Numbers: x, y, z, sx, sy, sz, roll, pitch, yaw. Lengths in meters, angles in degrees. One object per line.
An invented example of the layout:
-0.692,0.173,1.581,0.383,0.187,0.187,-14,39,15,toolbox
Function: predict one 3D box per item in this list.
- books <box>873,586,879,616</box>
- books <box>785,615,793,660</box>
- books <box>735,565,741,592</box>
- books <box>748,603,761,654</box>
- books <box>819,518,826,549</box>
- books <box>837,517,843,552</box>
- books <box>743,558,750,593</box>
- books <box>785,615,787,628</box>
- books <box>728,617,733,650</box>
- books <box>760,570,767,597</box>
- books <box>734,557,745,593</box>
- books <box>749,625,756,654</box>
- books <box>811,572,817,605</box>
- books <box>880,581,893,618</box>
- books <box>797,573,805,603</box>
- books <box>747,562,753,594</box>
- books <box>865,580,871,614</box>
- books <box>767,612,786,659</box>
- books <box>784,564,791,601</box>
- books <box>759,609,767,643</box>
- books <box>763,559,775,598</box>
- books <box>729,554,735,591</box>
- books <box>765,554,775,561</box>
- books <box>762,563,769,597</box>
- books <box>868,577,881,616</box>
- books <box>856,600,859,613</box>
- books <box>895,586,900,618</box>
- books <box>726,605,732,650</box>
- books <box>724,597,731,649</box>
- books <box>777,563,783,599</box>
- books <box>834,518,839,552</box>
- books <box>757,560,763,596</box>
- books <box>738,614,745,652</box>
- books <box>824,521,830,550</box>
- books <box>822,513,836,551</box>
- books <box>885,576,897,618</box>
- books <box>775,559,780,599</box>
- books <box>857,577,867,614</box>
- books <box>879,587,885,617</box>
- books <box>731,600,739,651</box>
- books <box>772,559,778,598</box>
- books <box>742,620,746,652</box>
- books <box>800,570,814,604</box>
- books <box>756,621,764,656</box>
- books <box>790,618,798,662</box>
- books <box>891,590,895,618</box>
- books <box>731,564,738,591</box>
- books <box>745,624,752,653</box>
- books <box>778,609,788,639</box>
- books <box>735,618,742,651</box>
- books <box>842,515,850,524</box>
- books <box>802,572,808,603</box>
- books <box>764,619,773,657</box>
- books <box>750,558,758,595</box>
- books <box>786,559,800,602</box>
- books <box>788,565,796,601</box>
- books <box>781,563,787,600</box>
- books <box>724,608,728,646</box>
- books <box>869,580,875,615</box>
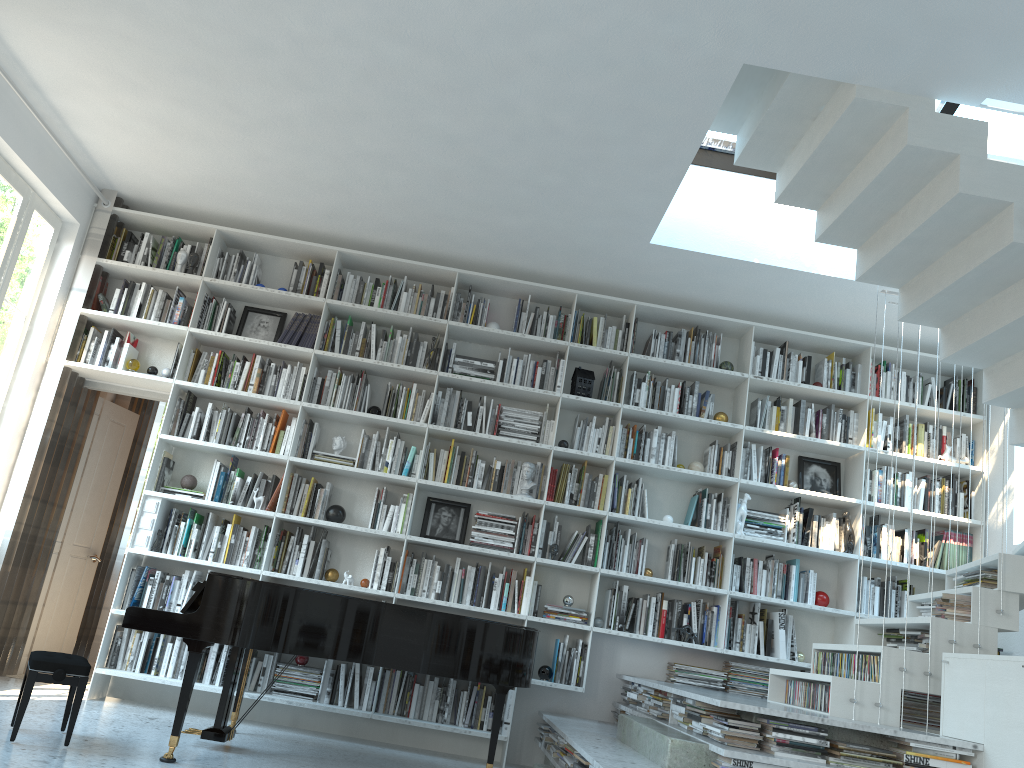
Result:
2.405,1.464,5.945,0.029,0.201,0.173,10,-16,-1,books
1.799,1.672,5.845,0.025,0.286,0.160,10,-15,-1,books
1.485,1.310,5.920,0.022,0.183,0.163,10,-16,-1,books
1.591,1.614,5.850,0.014,0.332,0.169,10,-15,-1,books
2.095,1.040,6.059,0.028,0.234,0.129,10,-15,-1,books
2.209,1.047,6.051,0.024,0.254,0.145,10,-15,-1,books
1.551,1.293,5.937,0.024,0.246,0.144,10,-15,-1,books
1.768,1.672,5.860,0.012,0.284,0.160,10,-15,-1,books
1.429,1.649,5.849,0.033,0.212,0.140,10,-15,-1,books
1.650,1.338,5.918,0.027,0.181,0.186,10,-16,-1,books
1.516,1.285,5.925,0.047,0.243,0.177,10,-16,-1,books
1.560,1.681,5.833,0.024,0.184,0.149,10,-16,-1,books
1.990,1.381,5.942,0.027,0.222,0.170,10,-16,-1,books
2.486,1.451,5.939,0.027,0.248,0.184,10,-16,-1,books
1.900,1.374,5.929,0.030,0.200,0.190,10,-16,-1,books
1.567,1.304,5.923,0.011,0.222,0.163,10,-16,-1,books
2.353,1.439,5.952,0.037,0.235,0.153,10,-15,-1,books
1.725,1.647,5.810,0.075,0.290,0.256,10,-16,-1,books
1.825,1.339,5.951,0.012,0.253,0.161,10,-15,-1,books
1.650,1.644,5.868,0.010,0.303,0.132,10,-15,-1,books
1.696,1.307,5.916,0.028,0.254,0.192,10,-16,-1,books
1.451,1.273,5.941,0.012,0.253,0.161,10,-15,-1,books
1.719,1.295,5.943,0.013,0.298,0.148,10,-15,-1,books
1.673,1.322,5.934,0.012,0.229,0.179,10,-16,-1,books
2.435,1.442,5.972,0.024,0.266,0.133,10,-15,-1,books
2.272,1.407,5.961,0.085,0.277,0.160,10,-15,-1,books
2.556,1.478,5.960,0.014,0.230,0.173,10,-16,-1,books
1.412,1.607,5.848,0.015,0.286,0.138,10,-15,-1,books
1.402,1.580,5.851,0.014,0.336,0.132,10,-15,-1,books
1.767,1.331,5.943,0.026,0.246,0.166,10,-15,-1,books
2.177,1.045,6.034,0.041,0.238,0.177,10,-16,-1,books
1.628,1.309,5.936,0.026,0.238,0.177,10,-16,-1,books
1.491,1.639,5.833,0.015,0.243,0.157,10,-15,-1,books
2.120,1.053,6.050,0.025,0.212,0.156,10,-16,-1,books
2.149,1.023,6.035,0.021,0.270,0.192,10,-15,-1,books
2.548,1.446,5.974,0.013,0.296,0.141,10,-15,-1,books
1.750,1.315,5.943,0.011,0.271,0.152,10,-15,-1,books
2.325,1.424,5.945,0.024,0.251,0.176,10,-15,-1,books
2.455,1.472,5.958,0.025,0.207,0.149,10,-16,-1,books
1.460,1.599,5.864,0.013,0.326,0.131,10,-15,-1,books
1.729,1.310,5.922,0.012,0.261,0.187,10,-16,-1,books
1.507,1.662,5.840,0.025,0.209,0.137,10,-15,-1,books
1.966,1.370,5.942,0.025,0.235,0.182,10,-16,-1,books
1.614,1.674,5.835,0.052,0.216,0.185,10,-16,-1,books
1.840,1.688,5.854,0.062,0.273,0.148,10,-15,-1,books
2.520,1.488,5.961,0.027,0.200,0.164,10,-16,-1,books
1.463,1.305,5.922,0.023,0.186,0.160,10,-16,-1,books
1.532,1.677,5.839,0.030,0.187,0.140,10,-16,-1,books
1.783,1.656,5.871,0.012,0.325,0.136,10,-15,-1,books
1.470,1.653,5.839,0.023,0.213,0.164,10,-16,-1,books
2.285,1.050,6.072,0.029,0.283,0.139,10,-15,-1,books
1.934,1.375,5.948,0.037,0.218,0.140,10,-15,-1,books
1.666,1.674,5.842,0.031,0.239,0.172,10,-16,-1,books
1.595,1.296,5.921,0.045,0.245,0.186,10,-16,-1,books
1.870,1.324,5.937,0.026,0.289,0.181,10,-15,-1,books
1.843,1.341,5.926,0.023,0.243,0.190,10,-16,-1,books
1.788,1.328,5.925,0.014,0.248,0.177,10,-16,-1,books
1.385,1.603,5.849,0.012,0.285,0.158,10,-15,-1,books
2.383,1.441,5.954,0.022,0.241,0.152,10,-15,-1,books
